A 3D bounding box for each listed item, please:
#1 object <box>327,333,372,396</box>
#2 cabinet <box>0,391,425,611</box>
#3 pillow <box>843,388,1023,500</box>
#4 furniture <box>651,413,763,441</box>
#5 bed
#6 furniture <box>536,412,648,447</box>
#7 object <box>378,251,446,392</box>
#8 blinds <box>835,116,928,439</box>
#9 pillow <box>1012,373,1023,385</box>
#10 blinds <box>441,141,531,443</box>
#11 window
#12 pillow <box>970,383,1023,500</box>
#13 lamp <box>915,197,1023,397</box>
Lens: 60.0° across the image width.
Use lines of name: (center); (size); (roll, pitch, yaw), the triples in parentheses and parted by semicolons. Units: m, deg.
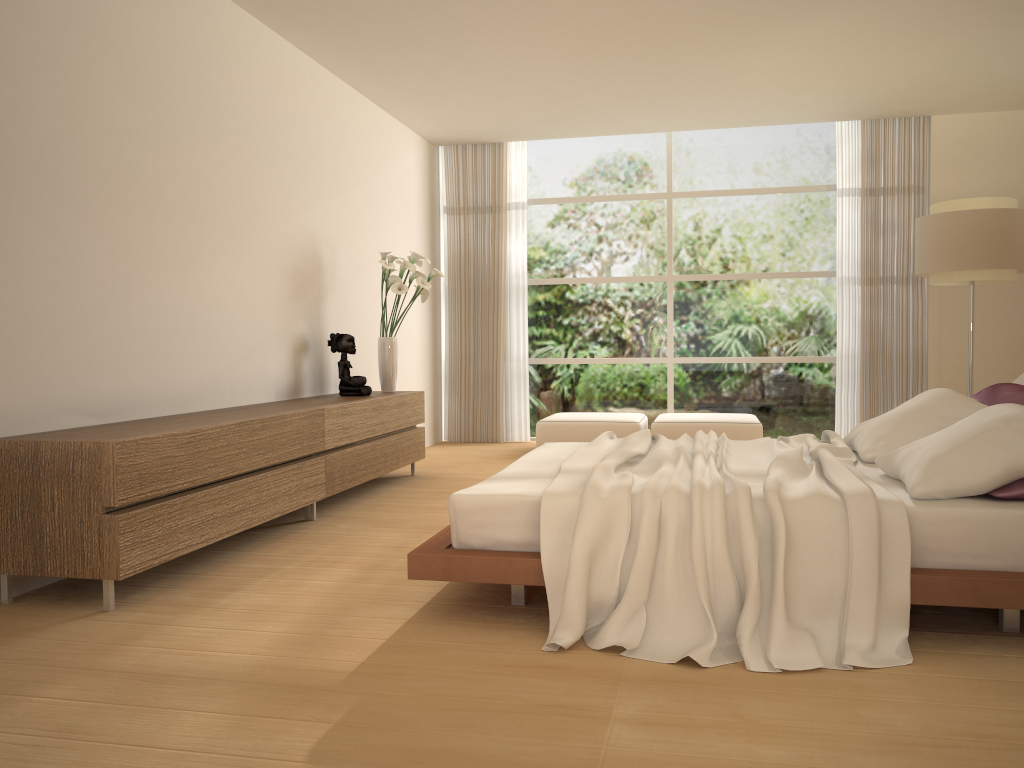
object: (-1.153, -0.140, 6.339); (0.282, 0.453, 0.181); (0, 2, 13)
cabinet: (-1.374, 0.468, 5.234); (0.588, 0.662, 3.713); (0, 2, 13)
pillow: (1.822, 0.216, 3.808); (0.561, 0.339, 1.720); (0, 2, 13)
furniture: (1.786, 0.467, 8.149); (0.965, 0.346, 0.964); (0, 2, 13)
bed: (1.074, 0.543, 3.947); (2.535, 0.570, 2.599); (0, 2, 13)
furniture: (0.775, 0.468, 8.374); (0.965, 0.346, 0.964); (0, 2, 13)
object: (-0.811, -0.480, 6.754); (0.515, 1.085, 0.608); (-2, 3, -29)
blinds: (3.487, -1.065, 8.377); (0.814, 3.351, 0.202); (0, 2, 12)
pillow: (2.409, 0.128, 3.690); (0.461, 0.457, 1.779); (0, 2, 12)
blinds: (-0.292, -1.062, 9.272); (0.950, 3.352, 0.211); (0, 2, 11)
window: (1.622, -1.085, 9.108); (4.781, 3.371, 0.071); (0, 2, 13)
pillow: (2.087, 0.201, 3.755); (0.575, 0.369, 1.683); (0, 2, 13)
lamp: (3.396, -0.318, 6.552); (0.817, 2.018, 0.817); (-2, 3, -34)
